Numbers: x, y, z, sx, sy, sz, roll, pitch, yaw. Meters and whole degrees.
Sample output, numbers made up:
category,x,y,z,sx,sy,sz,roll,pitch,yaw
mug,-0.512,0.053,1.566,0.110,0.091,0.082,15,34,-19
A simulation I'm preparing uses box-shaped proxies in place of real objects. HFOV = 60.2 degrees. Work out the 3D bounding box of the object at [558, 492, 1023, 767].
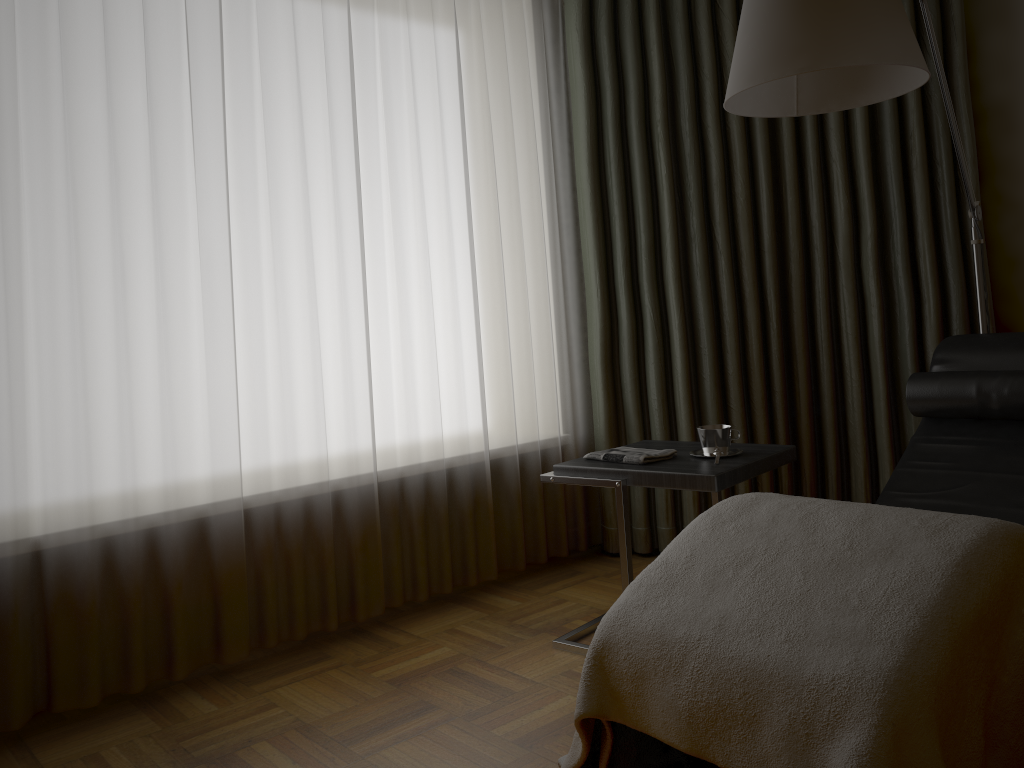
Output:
category,x,y,z,sx,sy,sz,roll,pitch,yaw
object,0.616,0.519,1.732,0.912,0.520,0.915,-6,3,-40

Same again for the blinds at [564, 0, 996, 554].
category,x,y,z,sx,sy,sz,roll,pitch,yaw
blinds,1.025,-0.620,3.428,1.531,2.456,0.224,-4,-1,4

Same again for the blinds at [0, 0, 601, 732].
category,x,y,z,sx,sy,sz,roll,pitch,yaw
blinds,-0.540,-0.405,2.820,2.203,2.293,0.092,-5,0,-41

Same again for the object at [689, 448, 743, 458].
category,x,y,z,sx,sy,sz,roll,pitch,yaw
object,0.579,0.197,2.505,0.150,0.009,0.149,-7,5,-35

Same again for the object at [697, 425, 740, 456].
category,x,y,z,sx,sy,sz,roll,pitch,yaw
object,0.582,0.160,2.509,0.111,0.078,0.097,-6,3,-39

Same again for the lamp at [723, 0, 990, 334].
category,x,y,z,sx,sy,sz,roll,pitch,yaw
lamp,1.136,-0.250,2.325,1.419,1.969,0.450,-4,-1,-37

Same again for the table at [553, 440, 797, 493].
category,x,y,z,sx,sy,sz,roll,pitch,yaw
table,0.475,0.228,2.559,0.516,0.045,0.501,-1,5,40

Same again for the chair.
category,x,y,z,sx,sy,sz,roll,pitch,yaw
chair,1.015,0.319,2.069,1.794,0.798,0.634,-7,2,-41

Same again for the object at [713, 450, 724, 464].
category,x,y,z,sx,sy,sz,roll,pitch,yaw
object,0.558,0.198,2.405,0.029,0.019,0.124,-3,4,18

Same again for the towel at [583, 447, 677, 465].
category,x,y,z,sx,sy,sz,roll,pitch,yaw
towel,0.349,0.205,2.554,0.179,0.035,0.240,-7,5,-37
